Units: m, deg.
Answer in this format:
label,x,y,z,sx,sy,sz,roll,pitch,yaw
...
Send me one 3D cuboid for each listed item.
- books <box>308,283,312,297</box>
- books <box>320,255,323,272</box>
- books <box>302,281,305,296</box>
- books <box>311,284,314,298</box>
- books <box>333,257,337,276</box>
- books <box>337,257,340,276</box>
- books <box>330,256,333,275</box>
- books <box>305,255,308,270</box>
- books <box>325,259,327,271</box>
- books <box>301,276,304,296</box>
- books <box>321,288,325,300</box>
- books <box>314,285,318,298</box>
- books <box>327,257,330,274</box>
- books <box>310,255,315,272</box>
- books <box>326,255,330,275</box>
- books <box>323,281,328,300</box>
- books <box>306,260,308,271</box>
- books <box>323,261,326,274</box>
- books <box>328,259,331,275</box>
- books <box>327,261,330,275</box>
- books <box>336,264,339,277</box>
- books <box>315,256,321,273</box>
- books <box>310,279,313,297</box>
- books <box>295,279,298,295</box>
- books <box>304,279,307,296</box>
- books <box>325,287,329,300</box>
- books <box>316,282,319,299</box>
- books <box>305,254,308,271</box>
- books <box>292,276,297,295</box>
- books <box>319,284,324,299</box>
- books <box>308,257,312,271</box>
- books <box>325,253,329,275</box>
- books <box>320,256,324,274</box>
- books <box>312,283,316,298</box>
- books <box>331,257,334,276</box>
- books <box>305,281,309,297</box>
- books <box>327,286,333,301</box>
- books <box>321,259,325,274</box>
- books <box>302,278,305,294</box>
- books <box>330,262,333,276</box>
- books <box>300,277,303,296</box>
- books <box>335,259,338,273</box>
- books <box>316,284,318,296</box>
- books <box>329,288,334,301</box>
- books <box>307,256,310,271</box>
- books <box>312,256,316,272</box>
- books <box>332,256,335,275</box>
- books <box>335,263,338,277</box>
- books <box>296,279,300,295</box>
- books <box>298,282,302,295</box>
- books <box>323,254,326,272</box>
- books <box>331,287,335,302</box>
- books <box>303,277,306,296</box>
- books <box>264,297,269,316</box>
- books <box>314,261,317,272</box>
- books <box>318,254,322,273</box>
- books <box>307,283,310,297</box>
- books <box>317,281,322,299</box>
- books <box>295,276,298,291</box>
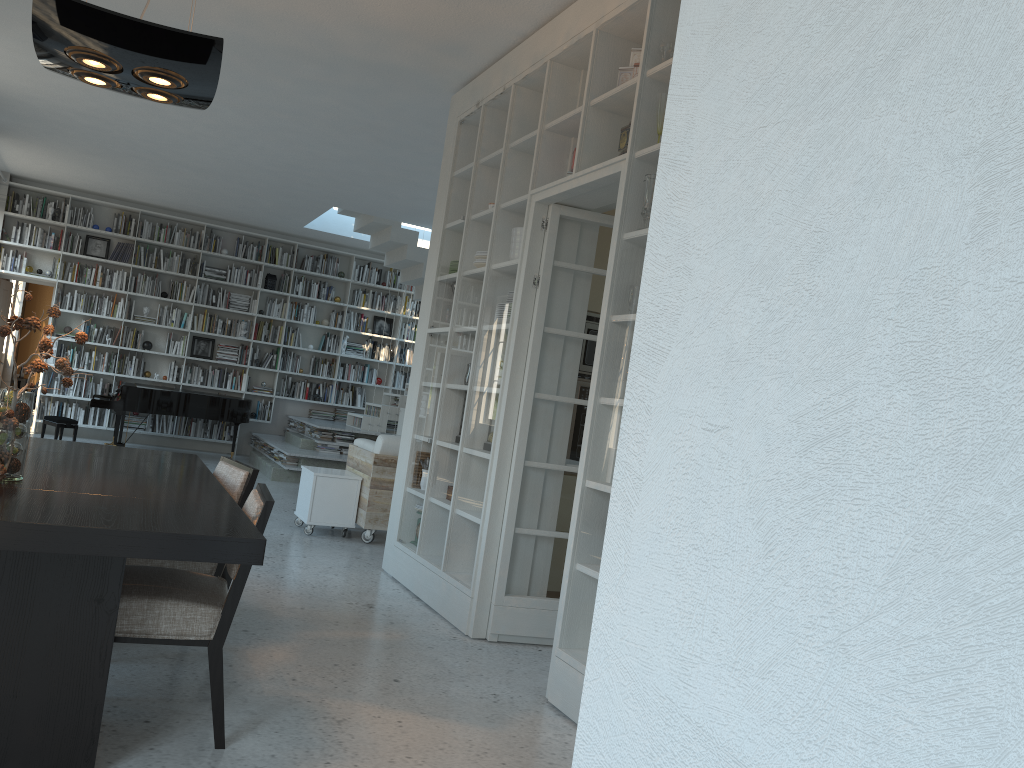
label,x,y,z,sx,sy,sz,roll,pitch,yaw
books,-2.975,-1.362,12.969,0.028,0.223,0.142,9,-1,-24
books,-2.820,-1.746,13.023,0.017,0.295,0.138,9,-1,-24
books,-3.052,-1.381,12.921,0.012,0.235,0.165,9,-1,-24
books,-2.938,-1.353,12.980,0.025,0.216,0.144,9,-1,-24
books,-2.628,-1.717,13.086,0.013,0.297,0.188,9,-1,-24
books,-2.582,-1.714,13.106,0.006,0.306,0.163,9,-1,-24
books,-2.677,-1.730,13.062,0.008,0.307,0.182,9,-1,-24
books,-3.017,-1.752,12.919,0.011,0.244,0.172,9,-1,-24
books,-2.755,-1.714,13.032,0.008,0.251,0.170,9,-1,-24
books,-3.064,-1.420,12.905,0.014,0.307,0.152,9,-1,-24
books,-2.797,-1.313,13.032,0.027,0.181,0.176,9,-1,-24
books,-2.887,-1.342,12.975,0.021,0.209,0.180,9,-1,-24
books,-2.723,-1.723,13.057,0.012,0.280,0.144,9,-1,-24
books,-2.933,-1.744,12.957,0.030,0.255,0.161,9,-1,-24
books,-2.728,-1.734,13.024,0.015,0.299,0.183,9,-1,-24
books,-2.759,-1.360,13.033,0.029,0.285,0.183,9,-1,-24
books,-3.001,-1.719,12.927,0.009,0.183,0.160,9,-1,-24
books,-2.764,-1.690,13.012,0.018,0.201,0.188,9,-1,-24
books,-2.699,-1.705,13.063,0.024,0.252,0.149,9,-1,-24
books,-2.712,-1.719,13.058,0.008,0.275,0.163,9,-1,-24
books,-2.598,-1.667,13.099,0.014,0.209,0.188,9,-1,-24
books,-2.850,-1.733,12.971,0.028,0.258,0.184,9,-1,-24
books,-2.951,-1.390,12.975,0.013,0.284,0.154,9,-1,-24
books,-3.143,-1.398,12.885,0.012,0.239,0.138,9,-1,-24
books,-3.027,-1.398,12.946,0.013,0.276,0.133,9,-1,-24
books,-2.743,-1.321,13.057,0.030,0.213,0.156,9,-1,-24
books,-2.864,-1.366,13.001,0.012,0.264,0.156,9,-1,-24
books,-3.010,-1.756,12.933,0.012,0.255,0.133,9,-1,-24
books,-3.155,-1.423,12.863,0.012,0.285,0.159,9,-1,-24
books,-2.817,-1.345,13.017,0.030,0.238,0.185,9,-1,-24
books,-2.962,-1.734,12.945,0.028,0.226,0.163,9,-1,-24
books,-2.742,-1.751,13.035,0.007,0.329,0.183,9,-1,-24
books,-2.803,-1.738,13.025,0.007,0.285,0.159,9,-1,-24
books,-2.910,-1.359,12.979,0.023,0.237,0.149,9,-1,-24
books,-2.659,-1.722,13.083,0.019,0.299,0.137,9,-1,-24
books,-3.002,-1.377,12.932,0.027,0.241,0.160,9,-1,-24
books,-2.699,-1.325,13.064,0.054,0.235,0.171,9,-1,-24
books,-2.788,-1.709,13.012,0.018,0.231,0.160,9,-1,-24
books,-3.056,-1.399,12.909,0.010,0.268,0.166,9,-1,-24
books,-2.674,-1.704,13.073,0.014,0.258,0.149,9,-1,-24
books,-3.080,-1.410,12.905,0.011,0.283,0.172,9,-1,-24
books,-2.617,-1.706,13.084,0.008,0.278,0.180,9,-1,-24
books,-2.877,-1.347,12.994,0.011,0.222,0.159,9,-1,-24
books,-2.683,-1.313,13.082,0.048,0.216,0.182,9,-1,-24
books,-2.983,-1.739,12.921,0.013,0.229,0.173,9,-1,-24
books,-2.910,-1.741,12.970,0.021,0.256,0.168,9,-1,-24
books,-2.653,-1.732,13.105,0.008,0.321,0.133,9,-1,-24
books,-2.616,-1.673,13.101,0.018,0.214,0.157,9,-1,-24
books,-3.124,-1.397,12.888,0.026,0.243,0.148,9,-1,-24
books,-3.095,-1.375,12.881,0.026,0.208,0.181,9,-1,-24
books,-2.774,-1.748,13.023,0.006,0.312,0.179,9,-1,-24
books,-2.656,-1.315,13.113,0.026,0.229,0.140,9,-1,-24
books,-3.037,-1.409,12.933,0.021,0.296,0.138,9,-1,-24
books,-3.529,-1.111,12.729,0.019,0.285,0.159,9,-1,-24
books,-2.899,-1.705,12.996,0.031,0.190,0.132,9,-1,-24
books,-2.834,-1.747,13.003,0.024,0.292,0.167,9,-1,-24
books,-2.993,-1.361,12.957,0.014,0.215,0.132,9,-1,-24
books,-2.840,-1.372,13.025,0.012,0.285,0.159,9,-1,-24
books,-3.153,-1.420,12.886,0.011,0.280,0.133,9,-1,-24
